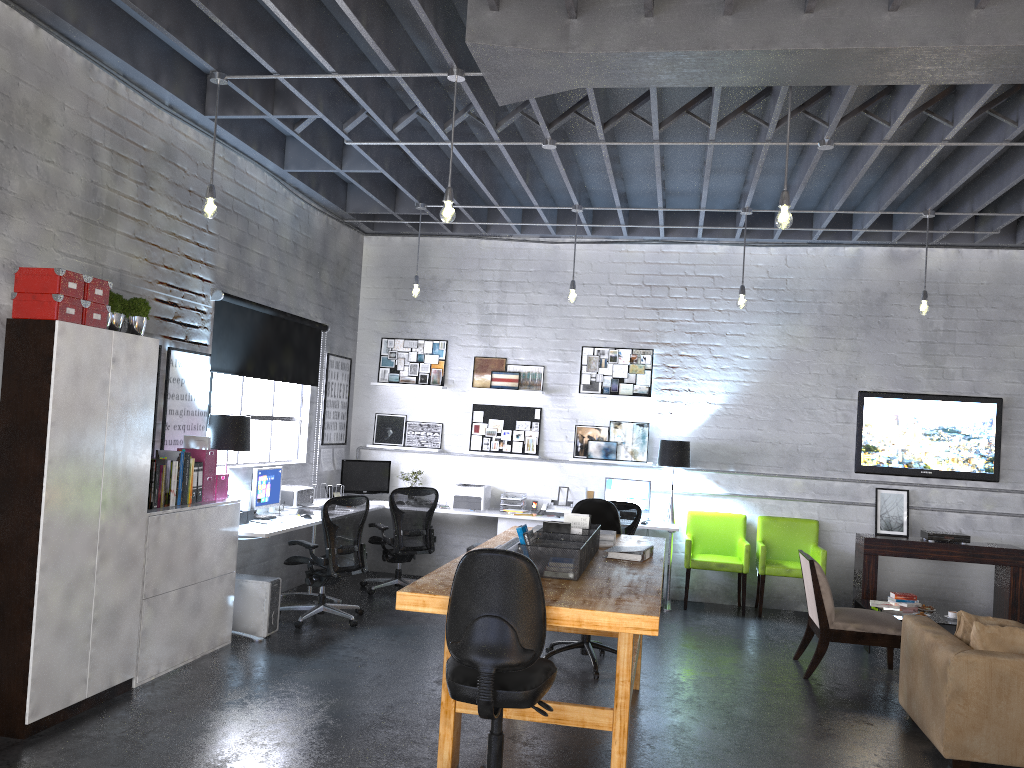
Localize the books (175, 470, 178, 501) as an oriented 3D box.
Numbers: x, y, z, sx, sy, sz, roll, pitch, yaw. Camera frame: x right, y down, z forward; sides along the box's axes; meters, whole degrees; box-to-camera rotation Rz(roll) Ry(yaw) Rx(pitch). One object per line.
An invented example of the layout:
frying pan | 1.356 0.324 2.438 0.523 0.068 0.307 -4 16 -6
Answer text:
books | -2.235 0.643 5.703 0.161 0.266 0.027 3 -2 10

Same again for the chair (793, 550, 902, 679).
chair | 2.497 1.705 6.515 0.724 0.842 0.575 3 -2 11

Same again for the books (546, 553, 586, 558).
books | 0.262 0.916 4.811 0.250 0.022 0.205 3 -3 16

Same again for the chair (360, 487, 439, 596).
chair | -1.102 1.491 8.603 0.752 1.031 0.732 2 -2 34

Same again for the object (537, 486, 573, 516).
object | 0.483 1.199 9.085 0.405 0.280 0.400 3 -2 11

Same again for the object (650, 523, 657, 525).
object | 1.383 1.371 8.694 0.046 0.009 0.121 4 -3 -4

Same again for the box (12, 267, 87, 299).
box | -2.346 -0.509 4.504 0.270 0.131 0.206 3 -2 11

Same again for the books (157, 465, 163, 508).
books | -2.261 0.633 5.523 0.161 0.266 0.026 3 -2 10

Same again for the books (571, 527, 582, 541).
books | 0.322 0.900 5.009 0.143 0.188 0.061 3 -2 10

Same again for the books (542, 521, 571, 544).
books | 0.250 0.882 4.992 0.158 0.214 0.063 3 -2 10

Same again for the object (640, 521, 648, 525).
object | 1.289 1.349 8.629 0.058 0.036 0.114 2 -3 26

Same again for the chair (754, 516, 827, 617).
chair | 2.684 1.775 8.593 0.611 0.920 0.516 3 -2 11

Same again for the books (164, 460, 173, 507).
books | -2.248 0.624 5.617 0.170 0.293 0.057 3 -2 10

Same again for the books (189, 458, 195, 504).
books | -2.193 0.637 5.874 0.159 0.298 0.026 3 -2 10

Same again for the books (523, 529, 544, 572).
books | 0.109 0.851 4.498 0.097 0.209 0.158 3 -2 10

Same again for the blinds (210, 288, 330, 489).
blinds | -2.075 0.156 7.674 0.100 1.631 2.121 3 -2 11

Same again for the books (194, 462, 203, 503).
books | -2.205 0.658 5.989 0.220 0.271 0.082 3 -2 10

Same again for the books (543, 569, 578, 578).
books | 0.251 0.950 4.494 0.155 0.029 0.226 3 -3 11

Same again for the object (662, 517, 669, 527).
object | 1.480 1.334 8.570 0.069 0.083 0.090 3 -2 10

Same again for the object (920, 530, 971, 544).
object | 4.099 1.451 8.396 0.370 0.082 0.266 3 -3 11

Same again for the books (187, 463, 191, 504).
books | -2.202 0.652 5.848 0.161 0.266 0.026 3 -2 10

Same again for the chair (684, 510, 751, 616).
chair | 2.002 1.740 8.719 0.611 0.920 0.516 3 -2 11

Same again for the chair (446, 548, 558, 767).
chair | -0.076 1.260 3.824 0.659 1.164 0.687 3 -2 9

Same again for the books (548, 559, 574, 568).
books | 0.252 0.904 4.491 0.127 0.022 0.181 3 -3 6

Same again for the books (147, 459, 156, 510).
books | -2.278 0.609 5.423 0.182 0.302 0.034 3 -2 10

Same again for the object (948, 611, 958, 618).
object | 3.634 1.901 7.298 0.081 0.052 0.077 5 -3 -31

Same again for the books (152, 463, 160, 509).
books | -2.275 0.626 5.493 0.167 0.275 0.037 3 -2 10

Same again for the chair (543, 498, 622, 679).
chair | 0.572 1.417 6.310 0.659 1.164 0.687 3 -2 9

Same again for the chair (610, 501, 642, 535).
chair | 0.857 1.600 8.396 0.732 1.031 0.753 4 -2 -21

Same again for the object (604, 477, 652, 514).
object | 1.172 1.166 8.954 0.465 0.417 0.212 3 -2 15

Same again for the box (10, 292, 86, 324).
box | -2.354 -0.380 4.500 0.270 0.131 0.206 3 -2 11

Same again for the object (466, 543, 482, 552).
object | -0.342 1.872 9.102 0.180 0.411 0.476 3 -2 11

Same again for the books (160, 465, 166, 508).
books | -2.254 0.634 5.549 0.161 0.266 0.027 3 -2 10

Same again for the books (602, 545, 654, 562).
books | 0.694 0.997 5.281 0.244 0.067 0.299 2 -3 20

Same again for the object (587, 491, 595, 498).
object | 0.779 1.225 9.024 0.087 0.259 0.237 3 -2 11

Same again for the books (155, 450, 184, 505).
books | -2.225 0.605 5.744 0.176 0.346 0.053 3 -2 10

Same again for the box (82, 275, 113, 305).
box | -2.310 -0.498 4.709 0.268 0.133 0.206 3 -2 11

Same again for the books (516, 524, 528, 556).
books | 0.080 0.838 4.519 0.108 0.234 0.166 3 -2 11

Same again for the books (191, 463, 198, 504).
books | -2.216 0.656 5.930 0.219 0.267 0.060 3 -2 16

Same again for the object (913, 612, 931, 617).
object | 3.389 1.903 7.337 0.137 0.031 0.137 2 -3 36

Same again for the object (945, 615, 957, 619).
object | 3.631 1.924 7.296 0.131 0.016 0.131 3 -3 17

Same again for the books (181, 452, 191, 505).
books | -2.219 0.612 5.805 0.197 0.338 0.065 3 -2 10

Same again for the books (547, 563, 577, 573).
books | 0.256 0.926 4.495 0.141 0.021 0.203 3 -3 12

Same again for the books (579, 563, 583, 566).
books | 0.257 0.964 4.808 0.250 0.031 0.185 3 -3 8

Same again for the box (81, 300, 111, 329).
box | -2.317 -0.368 4.705 0.270 0.131 0.206 3 -2 11

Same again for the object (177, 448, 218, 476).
object | -2.174 0.536 6.119 0.214 0.177 0.161 3 -2 11

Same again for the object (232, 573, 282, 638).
object | -2.005 1.655 6.653 0.478 0.411 0.200 3 -2 10

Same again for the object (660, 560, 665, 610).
object | 1.397 1.958 8.699 0.180 0.411 0.476 3 -2 11

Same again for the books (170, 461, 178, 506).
books | -2.235 0.631 5.667 0.174 0.286 0.045 3 -2 10

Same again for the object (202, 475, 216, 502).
object | -2.184 0.712 6.114 0.214 0.177 0.161 3 -2 11

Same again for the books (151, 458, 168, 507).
books | -2.257 0.619 5.577 0.159 0.298 0.026 3 -2 10

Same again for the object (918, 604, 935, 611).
object | 3.579 1.926 7.661 0.151 0.040 0.151 2 -3 28

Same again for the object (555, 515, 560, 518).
object | 0.453 1.316 8.790 0.017 0.016 0.076 5 -3 -29

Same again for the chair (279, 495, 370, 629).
chair | -1.535 1.398 7.202 0.752 1.031 0.732 3 -2 14

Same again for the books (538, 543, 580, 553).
books | 0.253 0.891 4.810 0.232 0.027 0.185 4 -3 -17
